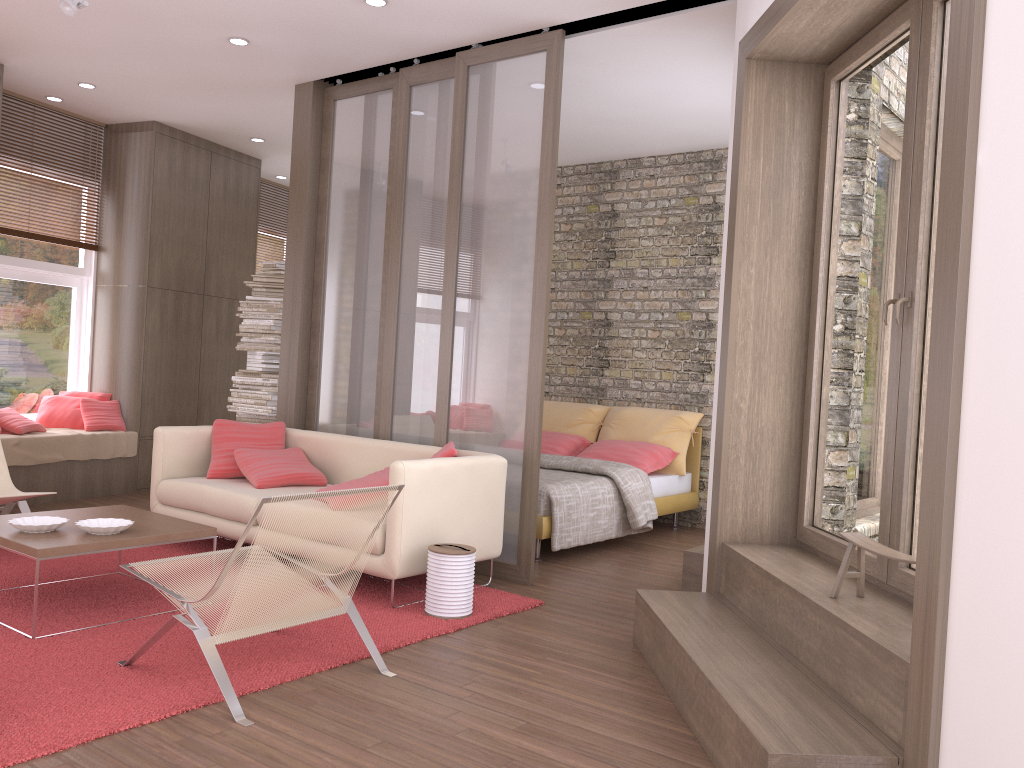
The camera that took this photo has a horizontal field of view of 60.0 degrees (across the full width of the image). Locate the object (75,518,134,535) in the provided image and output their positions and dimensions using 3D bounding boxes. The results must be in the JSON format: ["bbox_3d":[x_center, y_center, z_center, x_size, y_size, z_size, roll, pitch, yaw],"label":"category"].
[{"bbox_3d":[-1.862,0.655,4.050,0.249,0.043,0.251,3,1,-41],"label":"object"}]

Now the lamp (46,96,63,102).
[{"bbox_3d":[-3.714,-2.315,7.196,0.119,0.010,0.119,3,1,-28],"label":"lamp"}]

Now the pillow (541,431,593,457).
[{"bbox_3d":[0.230,0.556,7.897,0.831,0.264,0.538,4,1,37],"label":"pillow"}]

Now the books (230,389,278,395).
[{"bbox_3d":[-2.119,0.071,7.681,0.510,0.020,0.399,4,1,37],"label":"books"}]

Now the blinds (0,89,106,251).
[{"bbox_3d":[-3.953,-1.767,7.303,0.042,1.138,1.373,4,1,24],"label":"blinds"}]

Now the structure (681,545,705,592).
[{"bbox_3d":[1.940,-0.173,5.684,0.808,2.881,2.039,4,1,37],"label":"structure"}]

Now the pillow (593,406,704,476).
[{"bbox_3d":[1.127,0.483,7.679,1.021,0.557,0.366,4,1,37],"label":"pillow"}]

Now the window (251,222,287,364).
[{"bbox_3d":[-2.965,-0.705,9.923,0.160,2.229,1.407,4,1,24],"label":"window"}]

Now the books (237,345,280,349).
[{"bbox_3d":[-2.111,-0.312,7.675,0.432,0.013,0.288,3,1,12],"label":"books"}]

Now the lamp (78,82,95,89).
[{"bbox_3d":[-3.253,-2.284,6.785,0.119,0.010,0.119,3,1,-28],"label":"lamp"}]

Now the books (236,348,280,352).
[{"bbox_3d":[-2.101,-0.283,7.656,0.469,0.015,0.267,3,1,12],"label":"books"}]

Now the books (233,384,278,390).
[{"bbox_3d":[-2.109,0.028,7.689,0.469,0.028,0.368,4,1,22],"label":"books"}]

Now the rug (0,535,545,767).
[{"bbox_3d":[-1.989,1.050,4.287,2.938,0.016,3.344,4,1,37],"label":"rug"}]

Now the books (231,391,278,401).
[{"bbox_3d":[-2.091,0.107,7.690,0.542,0.046,0.421,4,1,37],"label":"books"}]

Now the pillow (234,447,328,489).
[{"bbox_3d":[-1.486,0.537,5.673,0.507,0.224,0.467,3,1,-41],"label":"pillow"}]

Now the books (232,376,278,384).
[{"bbox_3d":[-2.116,-0.033,7.678,0.469,0.038,0.364,4,1,22],"label":"books"}]

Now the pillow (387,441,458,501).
[{"bbox_3d":[-0.504,0.517,5.001,0.379,0.377,0.498,3,1,-3],"label":"pillow"}]

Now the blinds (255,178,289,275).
[{"bbox_3d":[-2.822,-1.727,9.876,0.042,1.138,1.373,4,1,24],"label":"blinds"}]

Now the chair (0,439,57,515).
[{"bbox_3d":[-3.180,0.599,5.107,0.860,0.767,0.739,4,1,37],"label":"chair"}]

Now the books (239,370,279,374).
[{"bbox_3d":[-2.098,-0.101,7.695,0.450,0.022,0.364,3,1,-3],"label":"books"}]

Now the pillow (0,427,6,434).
[{"bbox_3d":[-4.119,0.302,6.854,0.373,0.150,0.397,3,1,-19],"label":"pillow"}]

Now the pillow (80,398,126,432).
[{"bbox_3d":[-3.518,0.270,7.620,0.264,0.278,0.357,4,1,45],"label":"pillow"}]

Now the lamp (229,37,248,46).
[{"bbox_3d":[-1.743,-2.185,5.656,0.119,0.010,0.119,3,1,-39],"label":"lamp"}]

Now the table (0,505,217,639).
[{"bbox_3d":[-2.037,0.854,4.224,0.850,0.378,0.850,4,1,37],"label":"table"}]

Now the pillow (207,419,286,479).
[{"bbox_3d":[-1.750,0.437,5.875,0.498,0.377,0.379,3,1,-18],"label":"pillow"}]

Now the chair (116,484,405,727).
[{"bbox_3d":[-0.984,0.741,3.466,0.853,0.762,0.739,4,1,37],"label":"chair"}]

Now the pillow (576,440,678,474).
[{"bbox_3d":[0.902,0.605,7.395,0.834,0.261,0.540,4,1,37],"label":"pillow"}]

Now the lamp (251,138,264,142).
[{"bbox_3d":[-2.339,-2.245,8.154,0.119,0.010,0.119,3,1,17],"label":"lamp"}]

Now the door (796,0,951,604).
[{"bbox_3d":[1.481,-0.355,3.304,0.142,2.275,1.800,3,1,-4],"label":"door"}]

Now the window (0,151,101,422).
[{"bbox_3d":[-4.104,-0.745,7.351,0.160,2.229,1.407,4,1,24],"label":"window"}]

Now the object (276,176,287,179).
[{"bbox_3d":[-2.533,-2.272,9.742,0.119,0.010,0.119,3,1,-28],"label":"object"}]

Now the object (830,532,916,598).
[{"bbox_3d":[1.292,0.660,2.976,0.136,0.233,0.499,3,1,-18],"label":"object"}]

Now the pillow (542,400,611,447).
[{"bbox_3d":[0.418,0.427,8.221,1.019,0.527,0.355,4,1,37],"label":"pillow"}]

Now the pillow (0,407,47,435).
[{"bbox_3d":[-3.919,0.286,6.979,0.354,0.200,0.403,3,1,1],"label":"pillow"}]

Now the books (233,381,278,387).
[{"bbox_3d":[-2.116,-0.001,7.655,0.442,0.025,0.346,4,1,22],"label":"books"}]

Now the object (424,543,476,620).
[{"bbox_3d":[-0.306,0.972,4.401,0.239,0.341,0.239,3,1,-21],"label":"object"}]

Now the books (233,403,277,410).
[{"bbox_3d":[-2.058,0.194,7.649,0.566,0.025,0.423,4,1,37],"label":"books"}]

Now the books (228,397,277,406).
[{"bbox_3d":[-2.128,0.152,7.683,0.522,0.046,0.410,4,1,37],"label":"books"}]

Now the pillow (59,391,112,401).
[{"bbox_3d":[-3.763,0.235,7.737,0.484,0.334,0.193,3,1,-13],"label":"pillow"}]

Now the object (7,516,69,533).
[{"bbox_3d":[-2.140,0.639,4.007,0.249,0.043,0.251,3,1,7],"label":"object"}]

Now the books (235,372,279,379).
[{"bbox_3d":[-2.072,-0.070,7.673,0.518,0.038,0.341,4,1,22],"label":"books"}]

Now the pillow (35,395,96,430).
[{"bbox_3d":[-3.814,0.242,7.567,0.485,0.279,0.270,3,1,-17],"label":"pillow"}]

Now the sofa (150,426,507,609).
[{"bbox_3d":[-1.182,0.709,5.359,2.204,0.751,0.919,4,1,37],"label":"sofa"}]

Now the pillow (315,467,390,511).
[{"bbox_3d":[-0.826,0.582,4.966,0.467,0.224,0.507,3,1,-26],"label":"pillow"}]

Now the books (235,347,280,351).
[{"bbox_3d":[-2.120,-0.299,7.677,0.444,0.015,0.279,3,1,12],"label":"books"}]

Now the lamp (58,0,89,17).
[{"bbox_3d":[-2.302,-2.075,4.679,0.102,0.275,0.158,4,1,44],"label":"lamp"}]

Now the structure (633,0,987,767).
[{"bbox_3d":[1.125,-0.197,3.284,0.845,2.881,2.039,3,1,-3],"label":"structure"}]

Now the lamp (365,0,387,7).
[{"bbox_3d":[-0.755,-2.121,4.917,0.119,0.010,0.119,3,1,-34],"label":"lamp"}]
